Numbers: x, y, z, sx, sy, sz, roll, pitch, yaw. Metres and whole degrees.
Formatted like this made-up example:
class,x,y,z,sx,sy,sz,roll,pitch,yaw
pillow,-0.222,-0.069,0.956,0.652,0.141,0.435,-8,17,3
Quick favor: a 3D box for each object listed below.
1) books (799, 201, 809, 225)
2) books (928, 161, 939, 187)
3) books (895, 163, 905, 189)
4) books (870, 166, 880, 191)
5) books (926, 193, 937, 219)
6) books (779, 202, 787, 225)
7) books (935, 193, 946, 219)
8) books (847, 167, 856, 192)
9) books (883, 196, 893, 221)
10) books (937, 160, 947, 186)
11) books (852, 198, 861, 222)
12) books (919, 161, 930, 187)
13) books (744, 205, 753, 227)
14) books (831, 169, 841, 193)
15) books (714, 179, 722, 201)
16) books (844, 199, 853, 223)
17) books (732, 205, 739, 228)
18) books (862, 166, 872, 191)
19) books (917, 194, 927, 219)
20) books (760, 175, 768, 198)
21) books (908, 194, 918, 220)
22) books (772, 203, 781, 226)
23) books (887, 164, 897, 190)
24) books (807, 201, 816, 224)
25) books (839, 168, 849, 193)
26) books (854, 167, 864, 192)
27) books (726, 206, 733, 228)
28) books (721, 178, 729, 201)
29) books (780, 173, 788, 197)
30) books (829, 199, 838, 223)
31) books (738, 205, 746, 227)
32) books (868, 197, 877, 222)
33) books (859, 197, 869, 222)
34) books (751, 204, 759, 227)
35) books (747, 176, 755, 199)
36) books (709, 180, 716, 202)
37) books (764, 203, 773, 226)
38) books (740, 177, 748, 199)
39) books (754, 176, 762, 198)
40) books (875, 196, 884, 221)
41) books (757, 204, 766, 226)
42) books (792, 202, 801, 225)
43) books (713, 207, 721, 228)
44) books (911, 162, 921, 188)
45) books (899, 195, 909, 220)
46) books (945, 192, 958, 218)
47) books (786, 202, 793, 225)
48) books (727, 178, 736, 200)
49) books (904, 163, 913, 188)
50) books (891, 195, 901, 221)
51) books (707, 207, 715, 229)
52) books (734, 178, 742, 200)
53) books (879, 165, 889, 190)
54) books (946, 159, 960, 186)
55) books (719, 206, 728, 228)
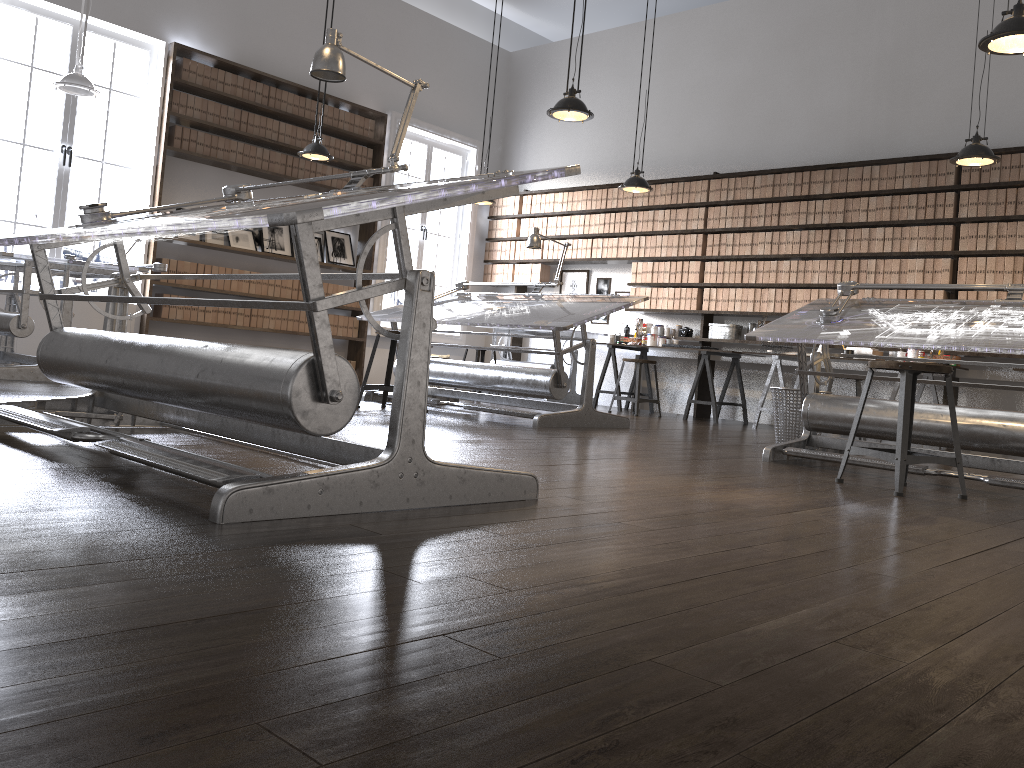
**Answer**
class,x,y,z,sx,sy,sz,roll,pitch,yaw
books,2.750,-1.574,8.247,0.067,0.226,0.174,4,-1,43
books,3.593,-1.760,7.501,0.067,0.226,0.174,4,-1,43
books,3.392,-1.782,7.681,0.067,0.226,0.174,4,-1,43
books,3.240,-1.799,7.825,0.067,0.226,0.174,4,-1,43
books,3.566,-1.484,7.487,0.067,0.226,0.174,4,-1,43
books,2.607,-1.590,8.389,0.067,0.226,0.174,4,-1,43
books,3.624,-1.478,7.441,0.067,0.226,0.174,4,-1,43
books,3.089,-1.816,7.968,0.067,0.226,0.174,4,-1,43
books,3.306,-1.513,7.729,0.067,0.226,0.174,4,-1,43
books,3.644,-1.755,7.452,0.067,0.226,0.174,4,-1,43
books,3.111,-1.535,7.918,0.067,0.226,0.174,4,-1,43
books,3.539,-1.766,7.542,0.067,0.226,0.174,4,-1,43
books,2.343,-1.620,8.635,0.067,0.226,0.174,4,-1,43
books,2.985,-1.828,8.068,0.067,0.226,0.174,4,-1,43
books,2.108,-1.925,8.876,0.067,0.226,0.174,4,-1,43
books,3.061,-1.540,7.967,0.067,0.226,0.174,4,-1,43
books,2.244,-1.631,8.725,0.067,0.226,0.174,4,-1,43
books,3.185,-1.805,7.872,0.067,0.226,0.174,4,-1,43
books,3.515,-1.490,7.542,0.067,0.226,0.174,4,-1,43
books,2.469,-1.885,8.546,0.067,0.226,0.174,4,-1,43
books,3.460,-1.496,7.587,0.067,0.226,0.174,4,-1,43
books,2.550,-1.597,8.435,0.067,0.226,0.174,4,-1,43
books,3.344,-1.788,7.732,0.067,0.226,0.174,4,-1,43
books,2.805,-1.568,8.200,0.067,0.226,0.174,4,-1,43
books,3.035,-1.822,8.019,0.067,0.226,0.174,4,-1,43
books,3.132,-1.811,7.921,0.067,0.226,0.174,4,-1,43
books,2.197,-1.636,8.767,0.067,0.226,0.174,4,-1,43
books,2.161,-1.919,8.827,0.067,0.226,0.174,4,-1,43
books,2.620,-1.868,8.407,0.067,0.226,0.174,4,-1,43
books,2.959,-1.551,8.058,0.067,0.226,0.174,4,-1,43
books,2.289,-1.625,8.677,0.067,0.226,0.174,4,-1,43
books,3.213,-1.523,7.819,0.067,0.226,0.174,4,-1,43
books,3.159,-1.529,7.867,0.067,0.226,0.174,4,-1,43
books,2.394,-1.614,8.587,0.067,0.226,0.174,4,-1,43
books,2.368,-1.896,8.636,0.067,0.226,0.174,4,-1,43
books,2.065,-1.930,8.922,0.067,0.226,0.174,4,-1,43
books,2.499,-1.603,8.490,0.067,0.226,0.174,4,-1,43
books,2.319,-1.901,8.687,0.067,0.226,0.174,4,-1,43
books,2.422,-1.890,8.588,0.067,0.226,0.174,4,-1,43
books,3.260,-1.518,7.778,0.067,0.226,0.174,4,-1,43
books,2.443,-1.608,8.535,0.067,0.226,0.174,4,-1,43
books,2.697,-1.580,8.296,0.067,0.226,0.174,4,-1,43
books,2.094,-1.647,8.866,0.067,0.226,0.174,4,-1,43
books,3.494,-1.771,7.591,0.067,0.226,0.174,4,-1,43
books,3.411,-1.501,7.639,0.067,0.226,0.174,4,-1,43
books,3.678,-1.472,7.387,0.067,0.226,0.174,4,-1,43
books,2.654,-1.585,8.342,0.067,0.226,0.174,4,-1,43
books,2.216,-1.913,8.780,0.067,0.226,0.174,4,-1,43
books,3.447,-1.776,7.633,0.067,0.226,0.174,4,-1,43
books,3.359,-1.507,7.687,0.067,0.226,0.174,4,-1,43
books,2.044,-1.653,8.915,0.067,0.226,0.174,4,-1,43
books,2.270,-1.907,8.735,0.067,0.226,0.174,4,-1,43
books,3.294,-1.793,7.781,0.067,0.226,0.174,4,-1,43
books,3.693,-1.749,7.401,0.067,0.226,0.174,4,-1,43
books,2.142,-1.642,8.815,0.067,0.226,0.174,4,-1,43
